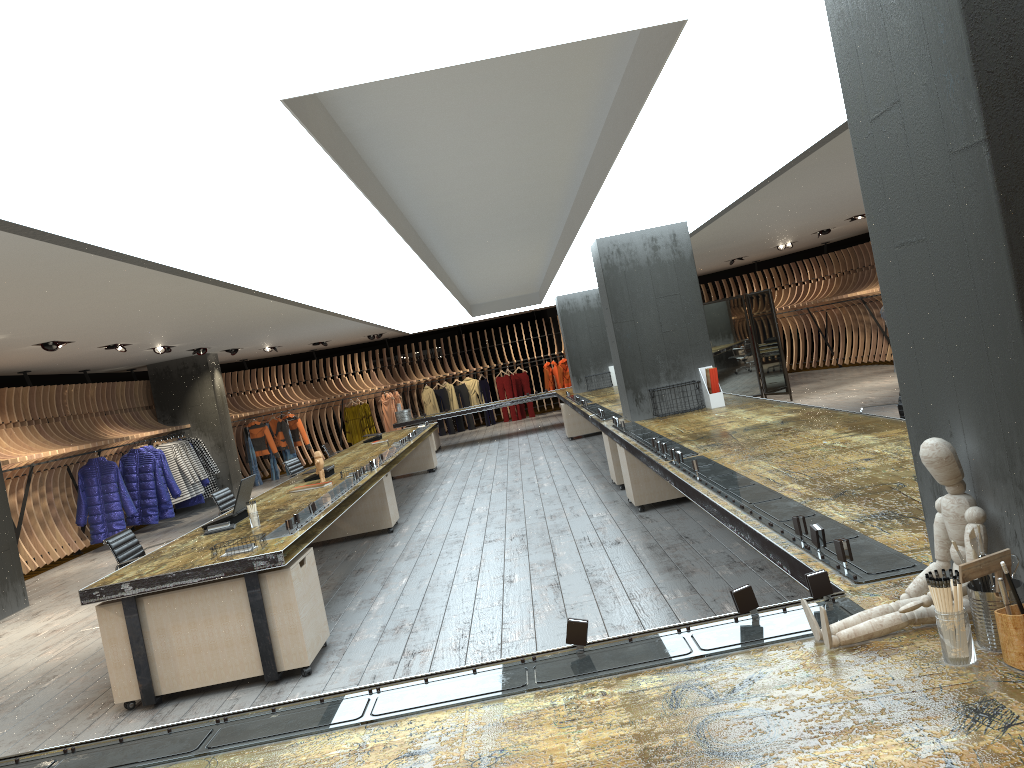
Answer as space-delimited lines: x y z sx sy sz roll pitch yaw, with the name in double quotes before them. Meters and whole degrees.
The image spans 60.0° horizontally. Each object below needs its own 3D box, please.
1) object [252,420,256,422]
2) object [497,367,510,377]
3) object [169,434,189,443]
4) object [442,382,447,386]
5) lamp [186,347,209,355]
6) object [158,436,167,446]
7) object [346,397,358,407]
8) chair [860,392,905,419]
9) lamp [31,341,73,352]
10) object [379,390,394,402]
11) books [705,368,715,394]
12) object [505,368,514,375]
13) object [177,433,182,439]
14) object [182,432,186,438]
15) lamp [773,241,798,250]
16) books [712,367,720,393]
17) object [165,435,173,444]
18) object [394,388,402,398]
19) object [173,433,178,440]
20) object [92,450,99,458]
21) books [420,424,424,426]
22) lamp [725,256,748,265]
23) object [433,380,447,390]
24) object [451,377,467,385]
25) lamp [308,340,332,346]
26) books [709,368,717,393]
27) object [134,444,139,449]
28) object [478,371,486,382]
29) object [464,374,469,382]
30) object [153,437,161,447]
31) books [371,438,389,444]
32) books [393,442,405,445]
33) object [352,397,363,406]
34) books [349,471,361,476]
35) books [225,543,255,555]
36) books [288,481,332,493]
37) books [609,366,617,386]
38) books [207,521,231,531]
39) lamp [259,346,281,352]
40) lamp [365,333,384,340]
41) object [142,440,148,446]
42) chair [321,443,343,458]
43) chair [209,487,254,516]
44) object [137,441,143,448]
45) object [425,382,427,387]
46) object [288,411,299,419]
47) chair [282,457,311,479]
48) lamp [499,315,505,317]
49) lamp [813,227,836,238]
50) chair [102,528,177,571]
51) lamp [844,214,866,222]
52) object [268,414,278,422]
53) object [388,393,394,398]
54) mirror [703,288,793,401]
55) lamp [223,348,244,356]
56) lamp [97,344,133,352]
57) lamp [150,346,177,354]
"object" -5.556 0.838 19.144 0.524 0.270 0.012 -11 1 15
"object" -0.269 -0.309 23.268 0.524 0.270 0.012 -10 1 45
"object" -5.948 1.025 15.596 0.518 0.313 0.012 -11 0 0
"object" -1.724 -0.011 22.924 0.524 0.270 0.012 -10 1 45
"lamp" -5.342 -0.631 15.107 0.269 0.292 0.493 -11 1 0
"object" -5.948 1.036 15.155 0.518 0.313 0.012 -11 0 0
"object" -3.904 0.454 21.578 0.524 0.270 0.012 -10 1 30
"chair" 2.803 0.414 6.316 0.668 0.859 0.692 -12 1 -24
"lamp" -5.339 -0.510 10.323 0.269 0.292 0.493 -11 1 0
"object" -3.170 0.291 22.180 0.524 0.270 0.012 -10 1 35
"books" 1.886 0.035 8.408 0.048 0.368 0.215 -11 1 0
"object" -0.106 -0.342 23.281 0.012 0.270 0.524 -11 1 -30
"object" -5.950 1.027 15.954 0.516 0.316 0.012 -11 0 0
"object" -5.953 1.021 16.142 0.518 0.313 0.012 -11 0 0
"lamp" 5.470 -2.836 17.775 0.269 0.287 0.492 -11 1 -19
"books" 1.929 0.027 8.408 0.048 0.368 0.215 -11 1 0
"object" -5.948 1.029 15.417 0.518 0.313 0.012 -11 0 0
"object" -2.930 0.240 22.321 0.012 0.270 0.524 -11 1 -35
"object" -6.010 1.012 15.795 0.525 0.270 0.012 -11 0 0
"object" -5.976 1.083 12.743 0.525 0.270 0.012 -11 0 0
"books" -1.509 0.695 15.171 0.155 0.025 0.110 -11 1 -5
"lamp" 4.860 -2.750 19.237 0.270 0.292 0.492 -12 1 -32
"object" -1.904 0.025 22.846 0.524 0.270 0.012 -10 1 35
"object" -1.436 -0.071 23.007 0.524 0.270 0.012 -11 1 25
"lamp" -4.268 -0.959 19.664 0.269 0.293 0.493 -11 1 33
"books" 1.908 0.031 8.408 0.048 0.368 0.215 -11 1 0
"object" -5.991 1.065 14.136 0.523 0.292 0.012 -11 0 0
"object" -0.785 -0.208 23.184 0.012 0.270 0.526 -11 1 25
"object" -1.147 -0.132 23.103 0.524 0.270 0.012 -11 1 25
"object" -5.948 1.042 14.919 0.518 0.313 0.012 -11 0 0
"books" -1.923 0.839 12.970 0.213 0.026 0.366 -11 1 1
"books" -1.499 0.779 11.792 0.155 0.025 0.110 -11 1 -5
"object" -3.775 0.425 21.706 0.524 0.270 0.012 -10 1 30
"books" -1.499 0.861 8.573 0.155 0.025 0.110 -11 1 -5
"books" -1.594 0.965 5.199 0.155 0.025 0.110 -11 1 -5
"books" -1.862 0.949 8.154 0.365 0.026 0.213 -11 1 10
"books" 1.881 -0.150 15.905 0.215 0.368 0.073 -11 0 0
"books" -2.137 1.033 6.427 0.186 0.027 0.112 -12 1 -15
"lamp" -4.973 -0.782 18.252 0.269 0.296 0.493 -11 1 20
"lamp" -3.221 -1.193 20.841 0.493 0.297 0.269 -12 1 -40
"object" -5.978 1.040 14.455 0.525 0.270 0.012 -11 0 0
"chair" -2.511 1.280 13.553 0.668 0.859 0.693 -11 1 -14
"chair" -2.529 1.407 8.697 0.668 0.859 0.693 -11 1 -9
"object" -5.960 1.050 14.276 0.523 0.291 0.012 -11 0 0
"object" -2.185 0.085 22.730 0.012 0.270 0.524 -11 1 -35
"object" -5.056 0.714 20.156 0.524 0.270 0.012 -10 1 30
"chair" -2.499 1.334 11.342 0.668 0.859 0.693 -11 1 -4
"lamp" -0.369 -1.787 22.036 0.493 0.296 0.269 -11 1 -7
"lamp" 5.677 -2.835 16.196 0.269 0.291 0.492 -11 1 -4
"chair" -2.551 1.466 6.530 0.668 0.859 0.693 -11 1 -14
"lamp" 5.681 -2.794 14.601 0.269 0.294 0.493 -11 1 0
"object" -5.308 0.778 19.680 0.524 0.270 0.012 -11 1 20
"object" -3.073 0.270 22.247 0.012 0.270 0.524 -11 1 -30
"mirror" 3.807 -0.545 15.492 2.108 1.892 0.444 -10 1 41
"lamp" -5.285 -0.683 16.699 0.269 0.292 0.493 -11 1 7
"lamp" -5.340 -0.550 11.918 0.269 0.294 0.493 -11 1 0
"lamp" -5.342 -0.594 13.512 0.269 0.286 0.493 -11 1 0
